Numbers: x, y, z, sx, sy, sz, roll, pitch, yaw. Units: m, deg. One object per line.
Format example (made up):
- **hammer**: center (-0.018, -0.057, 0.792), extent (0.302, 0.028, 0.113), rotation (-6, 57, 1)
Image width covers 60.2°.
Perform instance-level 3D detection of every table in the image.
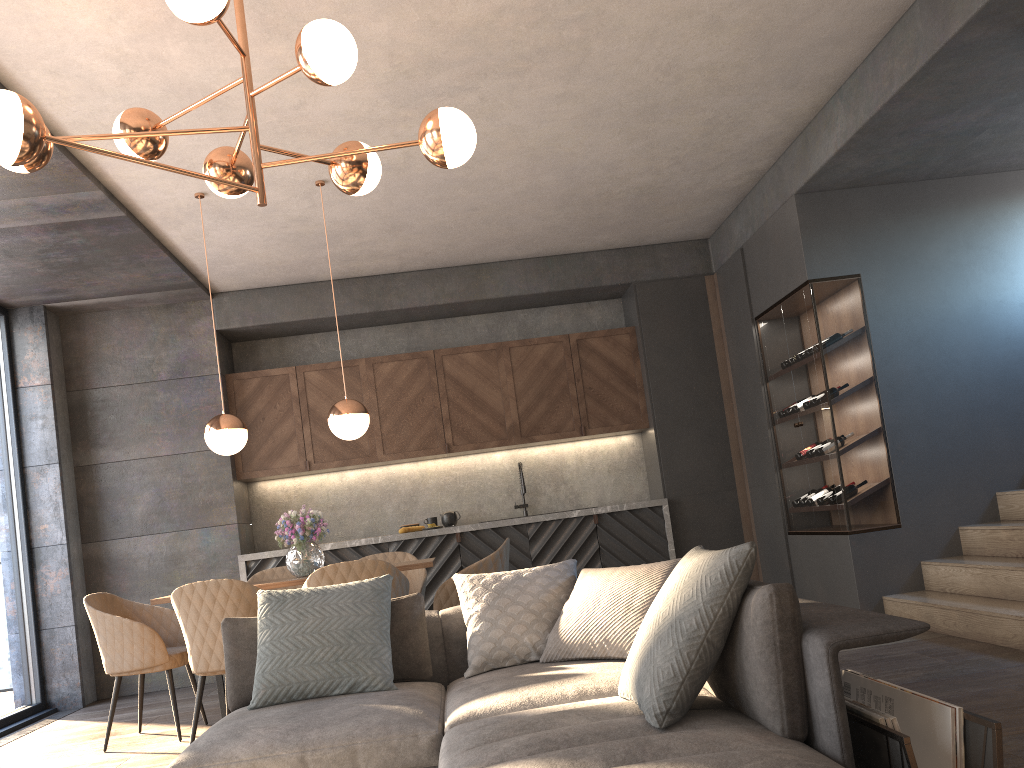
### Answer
- **table**: center (-1.119, 1.469, 4.973), extent (1.465, 0.764, 0.776), rotation (-7, -7, -5)

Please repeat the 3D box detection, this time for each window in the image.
- **window**: center (-3.356, 0.307, 2.896), extent (0.199, 2.973, 7.343), rotation (-7, -8, -5)

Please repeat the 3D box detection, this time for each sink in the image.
- **sink**: center (0.178, 0.900, 7.332), extent (0.961, 0.543, 0.465), rotation (-7, -6, -4)

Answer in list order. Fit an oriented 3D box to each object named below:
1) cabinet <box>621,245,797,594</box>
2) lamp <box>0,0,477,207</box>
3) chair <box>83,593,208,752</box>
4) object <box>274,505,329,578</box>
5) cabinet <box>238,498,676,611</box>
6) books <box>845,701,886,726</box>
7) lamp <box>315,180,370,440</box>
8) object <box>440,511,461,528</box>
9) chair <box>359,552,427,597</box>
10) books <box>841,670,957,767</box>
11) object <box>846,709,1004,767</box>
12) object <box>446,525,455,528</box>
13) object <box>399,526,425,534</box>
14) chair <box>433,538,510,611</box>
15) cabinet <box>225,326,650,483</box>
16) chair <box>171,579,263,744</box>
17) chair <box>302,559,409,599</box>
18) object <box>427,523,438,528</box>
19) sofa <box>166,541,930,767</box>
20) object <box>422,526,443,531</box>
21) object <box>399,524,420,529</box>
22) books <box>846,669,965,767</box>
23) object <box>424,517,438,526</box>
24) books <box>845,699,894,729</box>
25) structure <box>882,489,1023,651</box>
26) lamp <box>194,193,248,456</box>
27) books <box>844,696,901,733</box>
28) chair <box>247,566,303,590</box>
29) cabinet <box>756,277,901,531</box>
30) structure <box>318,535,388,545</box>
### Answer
- **cabinet**: center (1.772, 0.423, 7.132), extent (1.186, 2.735, 1.213), rotation (-7, -5, -5)
- **lamp**: center (-1.006, -1.041, 2.984), extent (1.459, 1.031, 1.027), rotation (-4, -8, -28)
- **chair**: center (-2.031, 1.547, 4.907), extent (0.510, 0.830, 0.560), rotation (-8, -6, 0)
- **object**: center (-1.188, 0.894, 5.044), extent (0.297, 0.406, 0.332), rotation (-4, -7, -34)
- **cabinet**: center (-0.393, 1.634, 7.196), extent (3.388, 0.944, 0.606), rotation (-7, -5, -4)
- **books**: center (0.858, 0.968, 2.252), extent (0.062, 0.352, 0.573), rotation (-7, -8, -5)
- **lamp**: center (-1.031, -0.434, 5.159), extent (0.238, 1.533, 0.241), rotation (-5, -5, -29)
- **object**: center (-0.515, 1.121, 7.317), extent (0.136, 0.136, 0.154), rotation (-4, -8, -32)
- **chair**: center (-0.779, 1.485, 5.566), extent (0.554, 0.830, 0.515), rotation (-7, -5, -5)
- **books**: center (0.972, 0.954, 2.256), extent (0.064, 0.352, 0.573), rotation (-7, -8, -5)
- **object**: center (0.928, 0.957, 2.179), extent (0.216, 0.349, 0.674), rotation (-7, -8, -5)
- **object**: center (-0.698, 1.181, 7.175), extent (0.489, 0.040, 0.288), rotation (-6, -9, -9)
- **object**: center (-0.804, 1.179, 7.154), extent (0.071, 0.054, 0.301), rotation (-13, -10, 36)
- **chair**: center (-0.213, 1.322, 5.019), extent (0.510, 0.830, 0.560), rotation (-8, -6, 0)
- **cabinet**: center (-0.600, 0.173, 7.415), extent (3.389, 0.860, 0.372), rotation (-7, -5, -4)
- **chair**: center (-1.363, 1.374, 4.387), extent (0.556, 0.830, 0.514), rotation (-8, -5, 5)
- **chair**: center (-0.758, 1.301, 4.438), extent (0.554, 0.830, 0.515), rotation (-7, -5, -10)
- **object**: center (-0.642, 1.151, 7.139), extent (0.120, 0.045, 0.117), rotation (-8, -8, 0)
- **sofa**: center (-0.046, 0.903, 2.395), extent (2.021, 0.777, 2.942), rotation (-7, -9, -5)
- **object**: center (-0.641, 1.169, 7.138), extent (0.171, 0.020, 0.171), rotation (-11, -10, 21)
- **object**: center (-0.843, 1.194, 7.299), extent (0.156, 0.067, 0.118), rotation (-5, -8, -19)
- **books**: center (0.985, 0.951, 2.250), extent (0.064, 0.352, 0.573), rotation (-7, -8, -5)
- **object**: center (-0.665, 1.156, 7.307), extent (0.091, 0.103, 0.112), rotation (-11, -7, 27)
- **books**: center (0.873, 0.966, 2.251), extent (0.068, 0.352, 0.573), rotation (-7, -8, -5)
- **structure**: center (3.391, 0.515, 4.853), extent (2.257, 1.413, 1.522), rotation (-7, -7, -5)
- **lamp**: center (-1.724, -0.349, 5.105), extent (0.239, 1.533, 0.240), rotation (-8, -4, 1)
- **books**: center (0.892, 0.965, 2.250), extent (0.079, 0.350, 0.573), rotation (-7, -8, -5)
- **chair**: center (-1.423, 1.567, 5.538), extent (0.554, 0.830, 0.515), rotation (-7, -5, -10)
- **cabinet**: center (2.128, 0.200, 6.058), extent (0.336, 1.573, 1.008), rotation (-7, -5, -5)
- **structure**: center (-1.278, 1.275, 7.179), extent (0.610, 0.017, 0.510), rotation (-7, -9, -5)
